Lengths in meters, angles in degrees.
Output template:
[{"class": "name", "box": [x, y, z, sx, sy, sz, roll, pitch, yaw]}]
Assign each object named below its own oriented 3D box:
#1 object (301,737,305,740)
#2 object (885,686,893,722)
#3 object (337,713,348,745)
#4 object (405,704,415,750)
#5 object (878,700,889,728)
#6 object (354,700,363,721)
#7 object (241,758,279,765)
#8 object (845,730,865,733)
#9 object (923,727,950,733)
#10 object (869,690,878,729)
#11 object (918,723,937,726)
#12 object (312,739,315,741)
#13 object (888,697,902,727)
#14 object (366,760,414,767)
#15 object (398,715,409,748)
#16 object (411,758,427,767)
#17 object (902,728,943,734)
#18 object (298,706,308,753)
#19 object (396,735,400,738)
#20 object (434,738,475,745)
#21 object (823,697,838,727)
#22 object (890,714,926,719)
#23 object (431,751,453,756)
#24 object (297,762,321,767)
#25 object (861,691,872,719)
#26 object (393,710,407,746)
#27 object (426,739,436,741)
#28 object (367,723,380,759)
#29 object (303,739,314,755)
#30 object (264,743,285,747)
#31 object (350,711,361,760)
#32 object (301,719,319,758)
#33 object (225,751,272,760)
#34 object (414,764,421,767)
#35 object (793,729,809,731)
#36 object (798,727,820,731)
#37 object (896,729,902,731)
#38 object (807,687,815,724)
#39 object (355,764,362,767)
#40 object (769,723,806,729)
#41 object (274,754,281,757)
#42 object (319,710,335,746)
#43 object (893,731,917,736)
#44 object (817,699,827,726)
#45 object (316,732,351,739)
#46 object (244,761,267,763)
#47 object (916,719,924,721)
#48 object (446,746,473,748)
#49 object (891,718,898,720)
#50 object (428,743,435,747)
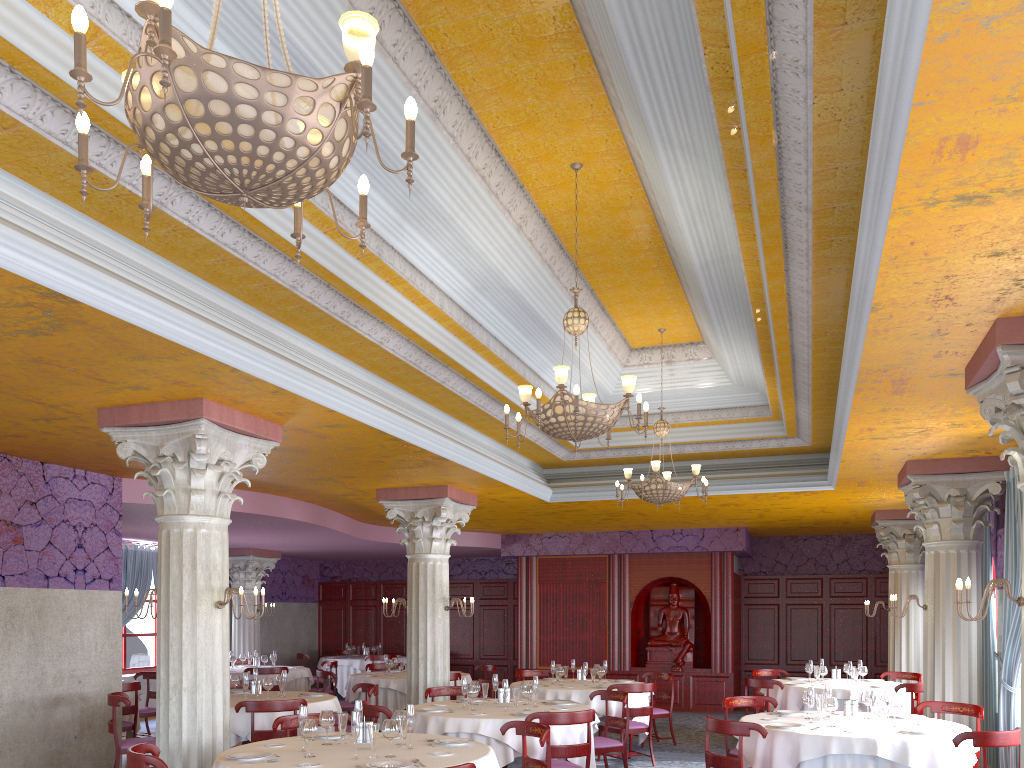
[{"class": "object", "box": [-1.642, 2.825, 6.832, 0.055, 0.019, 0.264, 5, -16, -20]}, {"class": "object", "box": [3.493, 2.968, 7.943, 0.074, 0.332, 0.074, 0, -1, 10]}, {"class": "object", "box": [-1.303, 2.651, 6.583, 0.086, 0.235, 0.086, -1, -2, 22]}, {"class": "object", "box": [-0.751, 2.533, 6.325, 0.074, 0.332, 0.074, 1, -1, -35]}, {"class": "object", "box": [3.284, 2.916, 7.567, 0.086, 0.235, 0.086, 0, -2, -1]}, {"class": "object", "box": [-1.190, 2.619, 6.646, 0.074, 0.332, 0.074, 1, -1, -35]}, {"class": "object", "box": [-1.697, 2.536, 5.756, 0.258, 0.019, 0.056, 6, -15, -21]}, {"class": "object", "box": [2.905, 2.946, 7.260, 0.160, 0.009, 0.163, 9, -17, -30]}, {"class": "object", "box": [3.623, 2.956, 7.319, 0.055, 0.019, 0.264, 5, -16, -20]}, {"class": "object", "box": [3.171, 2.850, 7.504, 0.074, 0.332, 0.074, 1, -1, -35]}, {"class": "object", "box": [3.744, 3.069, 7.718, 0.159, 0.009, 0.163, 6, -16, -20]}, {"class": "object", "box": [-1.608, 2.839, 6.850, 0.022, 0.003, 0.260, 7, -17, -25]}, {"class": "object", "box": [3.396, 2.912, 7.602, 0.122, 0.261, 0.124, 1, -3, -12]}, {"class": "object", "box": [-0.794, 2.486, 5.578, 0.314, 0.024, 0.323, -5, -16, 19]}, {"class": "object", "box": [-0.815, 2.612, 6.437, 0.086, 0.235, 0.086, 1, -2, -23]}, {"class": "object", "box": [-0.621, 2.521, 5.700, 0.055, 0.019, 0.264, 5, -16, -20]}, {"class": "object", "box": [3.450, 2.921, 7.196, 0.314, 0.024, 0.323, -5, -16, 19]}, {"class": "object", "box": [-1.512, 2.501, 6.207, 0.074, 0.332, 0.074, 1, -1, -35]}, {"class": "object", "box": [-0.957, 2.859, 6.939, 0.161, 0.009, 0.162, -12, -19, 38]}, {"class": "object", "box": [-0.443, 2.761, 6.603, 0.314, 0.024, 0.323, -5, -16, 19]}, {"class": "object", "box": [2.831, 2.912, 7.601, 0.122, 0.261, 0.124, 1, -3, -12]}, {"class": "object", "box": [3.801, 3.197, 8.222, 0.314, 0.024, 0.323, -5, -16, 19]}, {"class": "object", "box": [-0.500, 2.634, 6.099, 0.158, 0.009, 0.164, 0, -15, -1]}, {"class": "object", "box": [-1.339, 2.511, 5.642, 0.161, 0.009, 0.162, -12, -19, 38]}, {"class": "object", "box": [3.395, 3.064, 8.167, 0.122, 0.261, 0.124, -1, -3, 10]}, {"class": "object", "box": [-0.850, 2.629, 6.549, 0.123, 0.261, 0.123, -2, -3, 33]}, {"class": "object", "box": [-0.566, 2.810, 6.776, 0.258, 0.019, 0.056, 6, -15, -21]}, {"class": "object", "box": [-0.961, 2.480, 5.949, 0.086, 0.235, 0.086, 0, -2, -1]}, {"class": "object", "box": [-1.449, 2.520, 6.095, 0.086, 0.235, 0.086, -2, -3, 44]}, {"class": "object", "box": [-1.796, 2.736, 6.481, 0.161, 0.009, 0.162, -12, -19, 38]}, {"class": "object", "box": [-1.073, 2.415, 5.886, 0.074, 0.332, 0.074, 1, -1, -35]}, {"class": "object", "box": [-1.414, 2.476, 5.983, 0.122, 0.261, 0.124, -1, -3, 10]}, {"class": "object", "box": [-1.820, 2.580, 5.929, 0.314, 0.024, 0.323, -5, -16, 19]}, {"class": "object", "box": [-0.655, 2.525, 5.681, 0.022, 0.003, 0.260, 7, -17, -25]}, {"class": "object", "box": [2.528, 2.989, 7.407, 0.255, 0.003, 0.022, 8, -17, -26]}, {"class": "object", "box": [2.547, 2.971, 7.374, 0.258, 0.019, 0.056, 6, -15, -21]}, {"class": "object", "box": [3.333, 2.972, 7.360, 0.139, 0.010, 0.030, 7, -15, -23]}, {"class": "object", "box": [2.732, 2.936, 7.826, 0.074, 0.332, 0.074, 0, -1, 33]}, {"class": "object", "box": [-0.969, 2.475, 5.517, 0.028, 0.013, 0.239, 6, -16, -24]}, {"class": "object", "box": [2.424, 3.015, 7.547, 0.314, 0.024, 0.323, -5, -16, 19]}, {"class": "object", "box": [-1.656, 2.619, 6.046, 0.030, 0.010, 0.143, 6, -16, -22]}, {"class": "object", "box": [-1.414, 2.628, 6.548, 0.123, 0.261, 0.123, -2, -3, 33]}, {"class": "object", "box": [3.276, 2.910, 7.135, 0.028, 0.013, 0.239, 6, -16, -24]}, {"class": "object", "box": [2.796, 2.955, 7.713, 0.086, 0.235, 0.086, -2, -3, 44]}, {"class": "object", "box": [-1.469, 2.856, 6.954, 0.314, 0.024, 0.323, -5, -16, 19]}, {"class": "object", "box": [-1.716, 2.553, 5.789, 0.255, 0.003, 0.022, 8, -17, -26]}, {"class": "object", "box": [3.861, 3.156, 8.047, 0.233, 0.013, 0.028, 7, -14, -26]}, {"class": "object", "box": [-0.383, 2.720, 6.429, 0.233, 0.013, 0.028, 7, -14, -26]}, {"class": "object", "box": [3.637, 3.172, 8.104, 0.030, 0.010, 0.143, 6, -16, -22]}, {"class": "object", "box": [-0.607, 2.737, 6.486, 0.030, 0.010, 0.143, 6, -16, -22]}]
